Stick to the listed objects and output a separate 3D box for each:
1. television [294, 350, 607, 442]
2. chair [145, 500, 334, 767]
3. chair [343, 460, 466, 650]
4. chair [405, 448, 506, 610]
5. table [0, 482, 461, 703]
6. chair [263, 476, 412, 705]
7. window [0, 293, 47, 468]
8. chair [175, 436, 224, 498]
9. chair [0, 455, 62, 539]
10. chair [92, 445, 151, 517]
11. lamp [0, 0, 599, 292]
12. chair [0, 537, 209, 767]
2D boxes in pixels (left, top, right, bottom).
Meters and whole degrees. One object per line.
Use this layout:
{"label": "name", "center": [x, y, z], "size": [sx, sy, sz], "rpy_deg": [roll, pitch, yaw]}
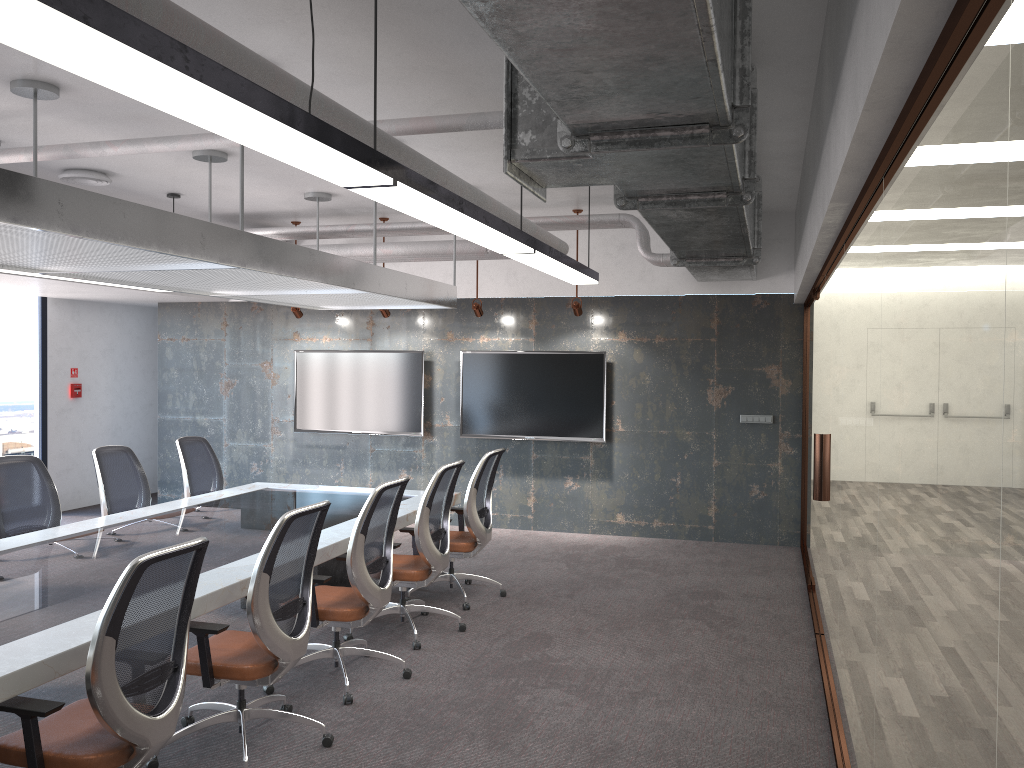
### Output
{"label": "television", "center": [-0.763, 0.107, 9.843], "size": [3.667, 0.960, 0.101], "rpy_deg": [1, 1, 16]}
{"label": "chair", "center": [-1.253, 1.116, 4.114], "size": [0.828, 1.166, 0.789], "rpy_deg": [0, 1, -20]}
{"label": "chair", "center": [-0.721, 1.083, 5.933], "size": [0.828, 1.166, 0.789], "rpy_deg": [0, 1, -20]}
{"label": "chair", "center": [-0.455, 1.067, 6.842], "size": [0.828, 1.166, 0.789], "rpy_deg": [0, 1, -20]}
{"label": "table", "center": [-2.104, 1.297, 4.911], "size": [1.898, 0.745, 5.498], "rpy_deg": [1, 1, 16]}
{"label": "chair", "center": [-0.987, 1.099, 5.023], "size": [0.828, 1.166, 0.789], "rpy_deg": [0, 1, -20]}
{"label": "window", "center": [-6.810, 0.259, 6.028], "size": [0.121, 2.670, 9.225], "rpy_deg": [1, 1, 16]}
{"label": "chair", "center": [-2.427, 1.037, 7.513], "size": [0.828, 1.166, 0.789], "rpy_deg": [0, 1, -20]}
{"label": "chair", "center": [-3.015, 1.066, 5.816], "size": [0.828, 1.166, 0.789], "rpy_deg": [0, 1, -14]}
{"label": "chair", "center": [-2.693, 1.053, 6.603], "size": [0.828, 1.166, 0.789], "rpy_deg": [0, 1, -20]}
{"label": "lamp", "center": [-2.099, -1.227, 4.774], "size": [4.126, 0.908, 6.097], "rpy_deg": [1, 1, 16]}
{"label": "chair", "center": [-1.518, 1.132, 3.204], "size": [0.828, 1.166, 0.789], "rpy_deg": [0, 1, -20]}
